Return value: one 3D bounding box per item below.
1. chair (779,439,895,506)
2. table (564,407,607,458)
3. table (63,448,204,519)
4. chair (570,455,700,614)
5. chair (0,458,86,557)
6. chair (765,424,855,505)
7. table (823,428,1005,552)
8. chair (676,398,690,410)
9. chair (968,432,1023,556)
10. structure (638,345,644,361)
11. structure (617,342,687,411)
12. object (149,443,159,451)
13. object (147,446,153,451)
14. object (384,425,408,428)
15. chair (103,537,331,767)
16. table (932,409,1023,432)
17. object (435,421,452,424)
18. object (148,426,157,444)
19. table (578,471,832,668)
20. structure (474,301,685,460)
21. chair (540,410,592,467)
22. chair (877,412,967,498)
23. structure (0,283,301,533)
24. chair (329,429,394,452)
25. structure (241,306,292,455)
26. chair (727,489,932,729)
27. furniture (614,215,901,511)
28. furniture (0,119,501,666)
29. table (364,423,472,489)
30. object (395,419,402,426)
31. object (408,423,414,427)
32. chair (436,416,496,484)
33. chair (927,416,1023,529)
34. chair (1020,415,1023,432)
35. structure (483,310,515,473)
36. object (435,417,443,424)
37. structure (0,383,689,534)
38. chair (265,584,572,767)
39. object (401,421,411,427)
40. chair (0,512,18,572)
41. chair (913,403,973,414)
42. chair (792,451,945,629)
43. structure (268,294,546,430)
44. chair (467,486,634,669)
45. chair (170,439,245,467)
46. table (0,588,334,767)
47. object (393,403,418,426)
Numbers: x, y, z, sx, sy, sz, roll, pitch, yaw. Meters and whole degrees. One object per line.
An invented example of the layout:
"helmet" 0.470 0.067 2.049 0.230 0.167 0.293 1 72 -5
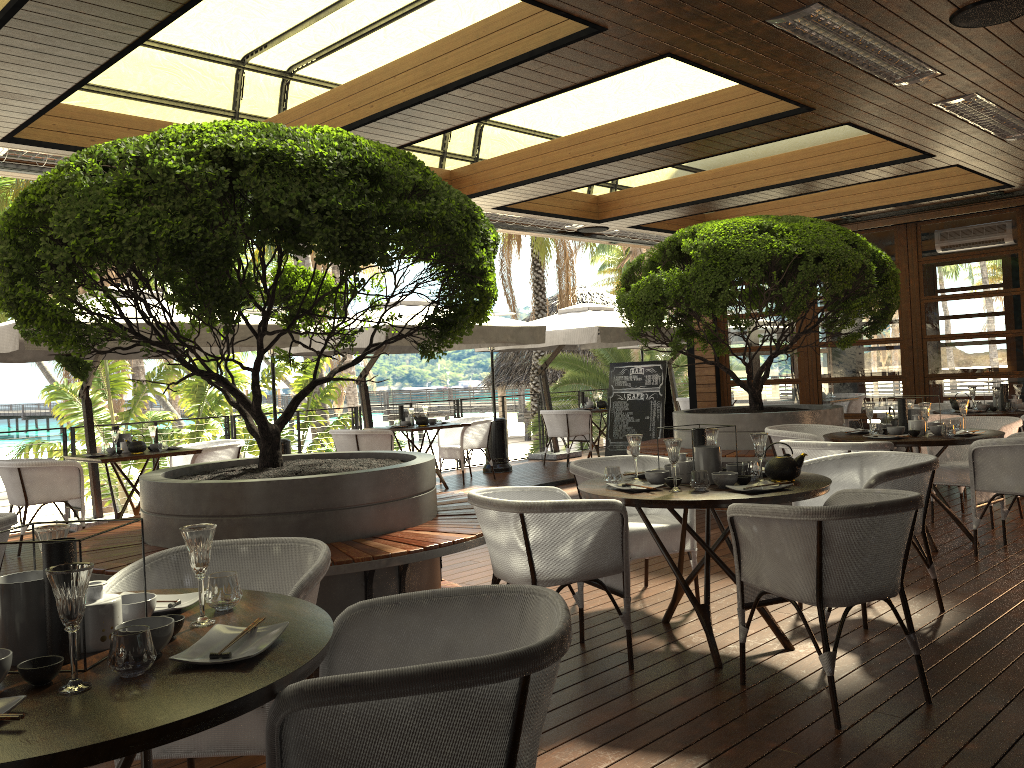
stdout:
"chair" 2.115 0.744 5.794 0.617 0.788 0.627 -3 0 -39
"table" 1.277 0.732 13.018 0.931 0.749 0.932 -3 0 45
"table" -3.492 1.010 8.213 0.931 0.749 0.932 -3 0 45
"chair" 0.674 0.822 4.989 0.627 0.788 0.616 -3 0 -24
"chair" -4.070 1.026 7.625 0.617 0.788 0.627 -3 0 -44
"chair" 2.350 0.722 6.951 0.628 0.788 0.616 -3 0 -39
"table" 2.817 0.725 6.223 1.165 0.749 1.166 -3 0 14
"chair" 3.115 0.606 14.864 0.617 0.788 0.627 -3 0 -44
"chair" 3.298 0.689 5.584 0.628 0.788 0.616 -3 0 -39
"structure" 2.144 -0.049 14.463 0.699 2.193 0.699 -3 -1 33
"structure" 3.521 -0.189 15.437 2.412 2.333 2.415 -3 0 45
"object" -3.340 0.595 8.321 0.116 0.065 0.116 -2 0 43
"object" -3.411 0.609 8.390 0.080 0.042 0.080 -3 0 6
"object" -1.330 0.498 10.316 0.294 0.025 0.170 -2 1 45
"chair" -0.861 0.919 2.710 0.627 0.788 0.616 -3 0 1
"table" 4.581 0.619 8.266 1.165 0.749 1.166 -3 0 14
"object" -0.889 0.471 10.856 0.294 0.025 0.170 -2 1 45
"object" -3.430 0.514 8.469 0.082 0.227 0.082 -2 -1 -44
"table" 0.913 0.837 4.192 1.165 0.749 1.166 -3 0 25
"structure" 1.143 -0.050 13.041 2.412 2.333 2.415 -3 0 45
"chair" 0.752 0.744 12.483 0.617 0.788 0.627 -3 0 -44
"chair" 3.723 0.644 8.111 0.617 0.788 0.627 -3 0 -14
"structure" -3.613 0.228 8.249 2.412 2.333 2.415 -3 0 45
"chair" -1.705 0.888 10.008 0.617 0.788 0.627 -3 0 -44
"structure" -2.594 0.228 9.689 0.699 2.193 0.699 -3 -1 33
"chair" 1.236 0.811 3.423 0.627 0.788 0.616 -3 0 -24
"furniture" 2.365 -0.242 8.632 2.569 2.723 2.719 -3 0 10
"furniture" -1.334 -0.027 5.004 2.615 2.723 2.695 -3 0 35
"table" -1.107 0.871 10.616 0.931 0.749 0.932 -3 0 45
"object" -1.347 0.465 10.524 0.086 0.086 0.086 -3 0 -40
"object" -1.183 0.481 10.392 0.080 0.042 0.080 -3 0 6
"chair" -0.552 0.821 11.134 0.617 0.788 0.627 -3 0 -44
"chair" 3.591 0.662 6.857 0.617 0.788 0.627 -3 0 -39
"chair" 4.706 0.603 7.419 0.627 0.788 0.616 -3 0 -14
"structure" -0.249 0.091 12.052 0.699 2.193 0.699 -3 -1 33
"object" -0.877 0.442 10.645 0.086 0.086 0.086 -3 0 -40
"structure" -5.049 1.045 8.328 0.163 1.153 26.278 -3 0 45
"chair" -0.161 0.893 1.927 0.617 0.788 0.627 -3 0 1
"object" -1.254 0.473 10.461 0.116 0.065 0.116 -2 0 43
"chair" -2.489 0.987 3.807 0.617 0.788 0.627 -3 0 1
"chair" 4.424 0.600 9.059 0.627 0.788 0.616 -3 0 -14
"chair" 1.848 0.769 4.577 0.617 0.788 0.627 -3 0 -24
"structure" -1.235 0.089 10.645 2.412 2.333 2.415 -3 0 45
"chair" 0.147 0.858 3.933 0.617 0.788 0.627 -3 0 -24
"chair" -2.959 0.961 8.710 0.617 0.788 0.627 -3 0 -44
"table" -0.955 0.950 1.880 1.166 0.749 1.165 -3 0 -43
"object" -1.281 0.372 10.734 0.263 0.264 0.263 -3 0 0
